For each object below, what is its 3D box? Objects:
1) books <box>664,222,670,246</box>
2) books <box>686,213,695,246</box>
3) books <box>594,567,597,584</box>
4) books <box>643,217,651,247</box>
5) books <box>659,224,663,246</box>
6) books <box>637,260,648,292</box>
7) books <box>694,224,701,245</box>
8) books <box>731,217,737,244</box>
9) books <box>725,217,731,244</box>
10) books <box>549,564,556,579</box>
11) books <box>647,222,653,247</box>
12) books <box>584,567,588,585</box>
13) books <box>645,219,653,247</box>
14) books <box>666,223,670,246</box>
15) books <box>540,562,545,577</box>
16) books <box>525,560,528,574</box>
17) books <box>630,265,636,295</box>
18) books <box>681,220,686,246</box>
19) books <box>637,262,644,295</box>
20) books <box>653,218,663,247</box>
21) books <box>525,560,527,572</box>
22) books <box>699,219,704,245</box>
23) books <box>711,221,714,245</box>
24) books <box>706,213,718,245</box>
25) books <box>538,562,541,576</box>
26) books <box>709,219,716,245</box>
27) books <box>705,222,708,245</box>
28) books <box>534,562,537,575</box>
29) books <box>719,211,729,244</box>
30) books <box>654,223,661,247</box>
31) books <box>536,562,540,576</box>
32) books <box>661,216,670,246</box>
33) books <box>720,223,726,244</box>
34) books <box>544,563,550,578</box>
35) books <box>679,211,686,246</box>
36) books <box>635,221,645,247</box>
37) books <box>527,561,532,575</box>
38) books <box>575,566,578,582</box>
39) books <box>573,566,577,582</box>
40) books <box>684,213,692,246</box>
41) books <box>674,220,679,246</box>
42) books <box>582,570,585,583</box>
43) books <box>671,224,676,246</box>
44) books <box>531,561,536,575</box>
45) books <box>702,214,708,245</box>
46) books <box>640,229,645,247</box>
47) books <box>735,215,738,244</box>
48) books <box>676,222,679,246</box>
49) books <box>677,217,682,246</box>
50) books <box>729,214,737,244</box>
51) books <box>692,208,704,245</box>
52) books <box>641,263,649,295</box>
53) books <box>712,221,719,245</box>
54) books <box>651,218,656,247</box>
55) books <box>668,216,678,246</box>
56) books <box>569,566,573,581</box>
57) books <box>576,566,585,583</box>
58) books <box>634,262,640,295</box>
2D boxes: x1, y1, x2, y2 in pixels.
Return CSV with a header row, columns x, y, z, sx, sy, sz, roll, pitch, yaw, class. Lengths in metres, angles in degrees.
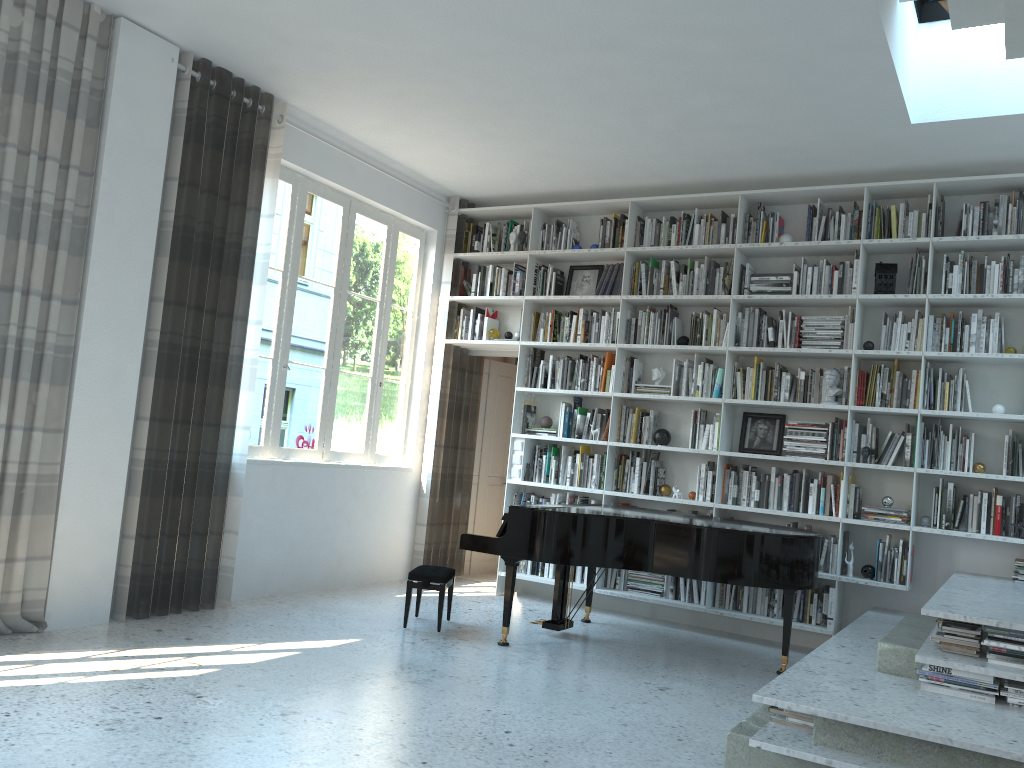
x,y,z,sx,sy,sz,roll,pitch,yaw,class
1.202,-1.109,6.779,0.025,0.234,0.129,3,-4,30,books
1.359,-1.122,6.653,0.052,0.272,0.172,3,-4,30,books
0.667,1.404,6.775,0.065,0.256,0.156,3,-4,30,books
1.058,-1.139,6.861,0.021,0.278,0.141,3,-4,30,books
1.161,-1.100,6.769,0.014,0.207,0.166,3,-4,30,books
1.007,-0.790,6.851,0.014,0.308,0.130,3,-4,30,books
1.406,-1.078,6.628,0.031,0.190,0.182,3,-4,30,books
1.646,-1.084,6.481,0.026,0.225,0.172,3,-4,30,books
1.605,-1.091,6.520,0.026,0.237,0.149,3,-4,30,books
0.355,1.381,6.933,0.031,0.266,0.186,3,-4,30,books
1.090,-1.110,6.812,0.023,0.220,0.181,3,-4,30,books
0.611,1.380,6.787,0.021,0.295,0.188,3,-4,30,books
1.070,-1.128,6.830,0.031,0.254,0.145,3,-4,30,books
1.213,-1.100,6.762,0.012,0.216,0.150,3,-4,30,books
0.281,1.360,6.979,0.013,0.300,0.184,3,-4,30,books
0.164,1.372,7.037,0.013,0.261,0.174,3,-4,30,books
0.960,-0.769,6.835,0.023,0.256,0.175,3,-4,30,books
1.320,-1.104,6.694,0.029,0.235,0.130,3,-4,30,books
1.005,-0.781,6.825,0.010,0.287,0.148,3,-4,30,books
1.126,-1.123,6.791,0.012,0.249,0.174,3,-4,30,books
0.155,1.411,7.060,0.022,0.186,0.145,3,-4,30,books
1.437,-1.098,6.622,0.026,0.235,0.134,3,-4,30,books
1.508,-1.082,6.552,0.013,0.207,0.178,3,-4,30,books
1.484,-1.113,6.576,0.014,0.266,0.192,3,-4,30,books
0.269,1.382,7.000,0.027,0.256,0.160,3,-4,30,books
1.501,-1.092,6.572,0.021,0.228,0.161,3,-4,30,books
1.476,-1.084,6.609,0.029,0.213,0.141,3,-4,30,books
0.231,1.383,7.027,0.022,0.252,0.139,3,-4,30,books
1.562,-1.117,6.543,0.013,0.285,0.160,3,-4,30,books
1.136,-1.103,6.769,0.029,0.207,0.178,3,-4,30,books
0.243,1.398,7.006,0.022,0.221,0.163,3,-4,30,books
1.175,-1.127,6.767,0.010,0.264,0.160,3,-4,30,books
1.573,-1.067,6.524,0.031,0.184,0.177,3,-4,30,books
0.312,1.410,6.950,0.030,0.201,0.168,3,-4,30,books
1.300,-1.138,6.695,0.010,0.298,0.151,3,-4,30,books
1.001,-1.124,6.863,0.029,0.237,0.156,3,-4,30,books
0.183,1.372,7.033,0.023,0.266,0.177,3,-4,30,books
0.536,1.412,6.837,0.022,0.224,0.141,3,-4,30,books
0.522,1.417,6.858,0.024,0.214,0.137,3,-4,30,books
1.332,-1.125,6.672,0.013,0.276,0.164,3,-4,30,books
1.268,-1.107,6.716,0.013,0.234,0.155,3,-4,30,books
0.598,1.397,6.826,0.040,0.264,0.137,3,-4,30,books
1.250,-1.091,6.729,0.030,0.201,0.152,3,-4,30,books
0.207,1.404,7.034,0.022,0.205,0.159,3,-4,30,books
1.456,-1.114,6.614,0.014,0.269,0.156,3,-4,30,books
1.029,-1.093,6.861,0.024,0.183,0.133,3,-4,30,books
1.669,-1.103,6.479,0.014,0.267,0.171,3,-4,30,books
1.274,-1.098,6.702,0.011,0.215,0.160,3,-4,30,books
1.287,-1.115,6.698,0.013,0.251,0.183,3,-4,30,books
1.634,-1.100,6.514,0.029,0.261,0.151,3,-4,30,books
1.396,-1.140,6.650,0.014,0.315,0.166,3,-4,30,books
1.041,-0.772,6.811,0.067,0.274,0.168,3,-4,30,books
1.524,-1.078,6.540,0.026,0.200,0.187,3,-4,30,books
1.113,-1.124,6.804,0.023,0.251,0.170,3,-4,30,books
1.232,-1.125,6.753,0.028,0.267,0.151,3,-4,30,books
0.477,1.398,6.852,0.023,0.244,0.188,3,-4,30,books
0.557,1.397,6.823,0.027,0.256,0.179,3,-4,30,books
0.984,-0.780,6.839,0.013,0.283,0.159,3,-4,30,books
